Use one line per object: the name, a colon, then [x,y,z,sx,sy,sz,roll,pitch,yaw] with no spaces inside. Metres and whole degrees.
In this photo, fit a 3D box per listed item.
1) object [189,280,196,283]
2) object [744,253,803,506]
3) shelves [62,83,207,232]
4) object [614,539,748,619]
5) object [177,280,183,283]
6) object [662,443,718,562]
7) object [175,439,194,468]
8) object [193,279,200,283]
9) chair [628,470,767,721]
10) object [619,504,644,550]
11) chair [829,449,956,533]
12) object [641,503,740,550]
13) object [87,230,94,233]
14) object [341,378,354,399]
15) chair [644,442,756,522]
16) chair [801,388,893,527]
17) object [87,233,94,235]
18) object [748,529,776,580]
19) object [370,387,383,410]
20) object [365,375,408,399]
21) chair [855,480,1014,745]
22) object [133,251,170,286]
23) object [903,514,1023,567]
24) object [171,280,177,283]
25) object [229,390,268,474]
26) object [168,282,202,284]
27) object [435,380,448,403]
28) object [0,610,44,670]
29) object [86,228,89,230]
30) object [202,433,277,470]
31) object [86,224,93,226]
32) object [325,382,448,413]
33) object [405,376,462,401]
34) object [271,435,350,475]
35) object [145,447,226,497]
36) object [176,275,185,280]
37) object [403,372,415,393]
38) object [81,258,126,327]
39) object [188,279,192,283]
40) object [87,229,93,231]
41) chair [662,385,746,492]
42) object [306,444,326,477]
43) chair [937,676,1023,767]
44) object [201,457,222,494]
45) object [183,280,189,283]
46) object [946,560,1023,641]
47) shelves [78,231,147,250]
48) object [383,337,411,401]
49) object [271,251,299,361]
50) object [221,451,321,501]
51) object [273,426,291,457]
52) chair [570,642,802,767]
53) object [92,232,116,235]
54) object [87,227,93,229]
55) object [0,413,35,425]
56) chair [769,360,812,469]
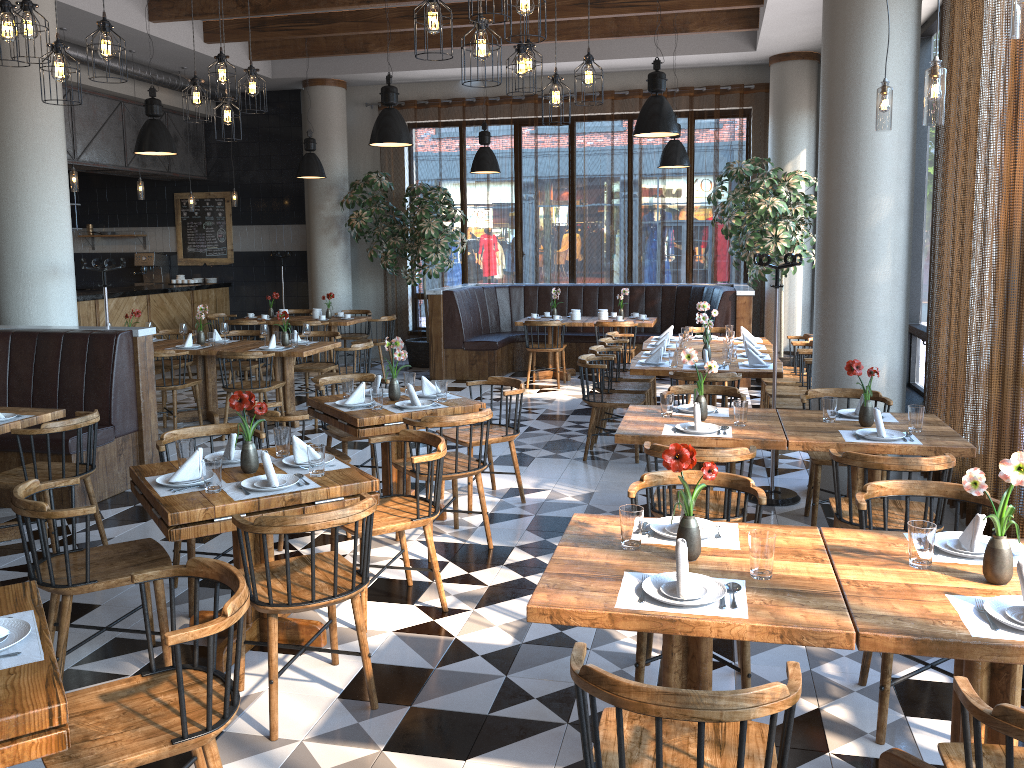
object: [-4.887,-1.558,13.523,0.080,0.065,0.099,3,9,25]
object: [1.758,-0.042,5.928,0.374,1.650,0.376,-1,7,-5]
shelves: [-5.748,-2.799,11.105,0.682,1.786,5.896,1,9,13]
object: [0.477,0.521,2.482,0.352,0.136,0.273,1,9,13]
object: [-5.078,-1.563,13.567,0.080,0.065,0.099,3,9,25]
object: [0.550,0.363,2.778,0.156,0.353,0.172,-2,7,-8]
object: [-1.444,0.315,3.919,0.080,0.131,0.080,2,8,18]
object: [-4.863,-1.575,13.629,0.080,0.065,0.099,3,9,25]
chair: [0.702,0.797,3.409,0.519,0.813,0.552,1,8,13]
object: [0.385,0.465,2.860,0.080,0.131,0.080,-1,7,-2]
chair: [1.723,0.677,4.090,0.519,0.813,0.552,1,8,13]
object: [0.590,0.437,3.000,0.352,0.136,0.273,1,9,13]
object: [-6.794,-2.453,14.274,0.099,0.050,0.100,-1,9,-1]
object: [-1.047,0.033,5.653,0.080,0.131,0.080,-4,8,-22]
chair: [0.900,0.656,4.277,0.519,0.813,0.552,1,8,13]
chair: [2.013,0.471,5.354,0.519,0.813,0.552,1,8,13]
object: [-6.789,-2.416,14.281,0.100,0.036,0.100,1,9,9]
object: [0.732,0.503,2.598,0.080,0.131,0.080,-1,7,-2]
object: [-0.807,0.087,5.297,0.080,0.131,0.080,-4,8,-22]
object: [-0.893,0.001,5.823,0.352,0.136,0.273,-6,10,-32]
chair: [1.525,0.818,3.222,0.519,0.813,0.552,1,8,13]
object: [-5.714,-1.799,13.937,0.356,0.566,0.552,1,8,13]
object: [1.456,0.459,2.803,0.352,0.136,0.273,1,9,13]
object: [-5.173,-1.565,13.588,0.080,0.065,0.099,3,9,25]
object: [-1.153,0.205,3.887,0.156,0.353,0.172,-3,8,-22]
object: [-5.022,-1.544,13.603,0.437,0.018,0.274,1,9,13]
object: [-0.440,0.046,5.528,0.080,0.131,0.080,-2,8,-12]
object: [-1.334,0.586,2.201,0.272,0.136,0.353,-6,10,-32]
object: [-6.797,-2.494,14.265,0.101,0.057,0.100,3,9,24]
object: [-1.294,0.284,4.087,0.352,0.136,0.273,-6,10,-32]
object: [-6.792,-2.549,14.258,0.099,0.047,0.100,1,9,8]
object: [-0.779,0.061,5.444,0.583,0.136,0.579,-6,11,-32]
object: [-0.523,0.010,5.743,0.272,0.136,0.353,-6,10,-32]
object: [-0.924,0.293,4.006,0.272,0.136,0.353,-6,10,-32]
object: [-1.371,0.344,3.720,0.272,0.136,0.353,-6,10,-32]
object: [-5.205,-1.648,13.923,0.130,0.128,0.130,-5,9,-31]
object: [-0.681,-0.010,5.896,0.080,0.131,0.080,-2,8,-12]
object: [-3.249,-0.183,7.159,0.374,1.650,0.376,-2,7,-10]
object: [-4.958,-1.577,13.650,0.080,0.065,0.099,3,9,25]
object: [-6.797,-2.473,14.270,0.100,0.043,0.100,-1,9,0]
chair: [1.190,0.450,5.541,0.519,0.813,0.552,1,8,13]
object: [-0.837,0.328,3.794,0.080,0.131,0.080,2,8,18]
chair: [1.235,1.024,1.958,0.519,0.813,0.552,1,8,13]
object: [-1.204,0.370,3.563,0.080,0.131,0.080,2,8,18]
object: [-4.983,-1.560,13.545,0.080,0.065,0.099,3,9,25]
object: [1.344,0.543,2.286,0.352,0.136,0.273,1,9,13]
shelves: [-6.400,-2.297,14.195,1.041,0.296,0.302,1,8,13]
object: [-0.732,-0.099,5.609,0.207,0.398,0.147,4,8,32]
object: [-3.437,-1.172,13.346,0.375,1.650,0.376,4,8,35]
object: [-1.001,0.353,3.639,0.352,0.136,0.273,-6,10,-32]
object: [-1.078,0.272,4.162,0.080,0.131,0.080,3,8,28]
chair: [0.412,1.003,2.145,0.519,0.813,0.552,1,8,13]
object: [-6.530,-2.421,14.226,0.352,0.060,0.233,4,10,25]
object: [-6.793,-2.512,14.261,0.100,0.036,0.100,3,10,24]
object: [-2.985,0.143,5.085,0.272,0.136,0.354,1,9,13]
chair: [2.284,0.223,6.885,0.550,0.813,0.522,1,8,13]
